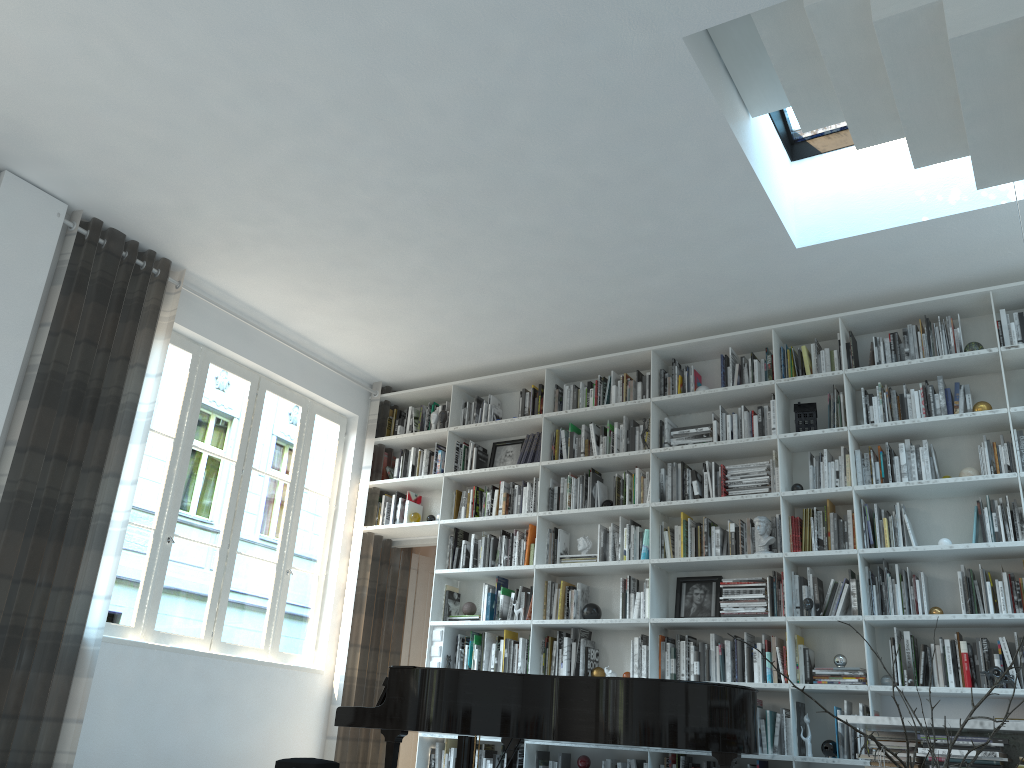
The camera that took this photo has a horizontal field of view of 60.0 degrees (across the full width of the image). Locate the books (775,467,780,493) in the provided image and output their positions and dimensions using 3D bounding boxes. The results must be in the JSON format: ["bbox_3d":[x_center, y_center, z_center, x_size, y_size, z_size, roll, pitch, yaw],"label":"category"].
[{"bbox_3d":[1.693,0.642,5.569,0.030,0.197,0.172,-9,-25,30],"label":"books"}]

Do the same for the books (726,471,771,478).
[{"bbox_3d":[1.537,0.600,5.695,0.285,0.012,0.160,-9,-26,29],"label":"books"}]

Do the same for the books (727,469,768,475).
[{"bbox_3d":[1.533,0.586,5.692,0.254,0.012,0.161,-12,-27,34],"label":"books"}]

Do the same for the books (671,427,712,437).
[{"bbox_3d":[1.240,0.343,6.001,0.285,0.024,0.160,-11,-26,32],"label":"books"}]

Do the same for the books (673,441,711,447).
[{"bbox_3d":[1.231,0.426,5.967,0.254,0.012,0.161,-8,-25,27],"label":"books"}]

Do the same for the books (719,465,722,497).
[{"bbox_3d":[1.381,0.670,5.750,0.015,0.244,0.183,-9,-25,30],"label":"books"}]

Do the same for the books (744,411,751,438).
[{"bbox_3d":[1.556,0.313,5.784,0.023,0.222,0.191,-9,-25,30],"label":"books"}]

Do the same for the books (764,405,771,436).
[{"bbox_3d":[1.669,0.284,5.745,0.029,0.260,0.133,-9,-25,30],"label":"books"}]

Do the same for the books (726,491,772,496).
[{"bbox_3d":[1.529,0.723,5.645,0.285,0.012,0.160,-10,-26,31],"label":"books"}]

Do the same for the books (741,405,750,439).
[{"bbox_3d":[1.543,0.298,5.811,0.023,0.268,0.185,-9,-25,30],"label":"books"}]

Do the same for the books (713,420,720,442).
[{"bbox_3d":[1.378,0.361,5.886,0.025,0.186,0.194,-9,-25,30],"label":"books"}]

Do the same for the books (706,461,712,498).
[{"bbox_3d":[1.320,0.662,5.802,0.049,0.290,0.162,-9,-25,30],"label":"books"}]

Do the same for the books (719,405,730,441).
[{"bbox_3d":[1.411,0.306,5.874,0.011,0.283,0.190,-9,-25,30],"label":"books"}]

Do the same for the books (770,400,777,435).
[{"bbox_3d":[1.705,0.258,5.644,0.037,0.236,0.273,-9,-25,30],"label":"books"}]

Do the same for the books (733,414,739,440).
[{"bbox_3d":[1.495,0.329,5.830,0.028,0.218,0.184,-9,-25,30],"label":"books"}]

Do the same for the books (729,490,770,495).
[{"bbox_3d":[1.530,0.713,5.651,0.254,0.012,0.161,-10,-26,30],"label":"books"}]

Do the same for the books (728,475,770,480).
[{"bbox_3d":[1.533,0.621,5.682,0.254,0.012,0.161,-8,-25,27],"label":"books"}]

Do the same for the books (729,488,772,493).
[{"bbox_3d":[1.530,0.700,5.654,0.254,0.012,0.161,-9,-26,29],"label":"books"}]

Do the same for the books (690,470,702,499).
[{"bbox_3d":[1.233,0.698,5.833,0.066,0.235,0.154,-9,-25,30],"label":"books"}]

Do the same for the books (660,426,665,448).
[{"bbox_3d":[1.058,0.407,6.071,0.027,0.200,0.168,-9,-25,30],"label":"books"}]

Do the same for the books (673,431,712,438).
[{"bbox_3d":[1.236,0.364,5.989,0.254,0.025,0.161,-8,-25,26],"label":"books"}]

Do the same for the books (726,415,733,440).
[{"bbox_3d":[1.459,0.335,5.847,0.027,0.215,0.191,-9,-25,30],"label":"books"}]

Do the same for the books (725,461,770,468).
[{"bbox_3d":[1.539,0.542,5.716,0.285,0.012,0.160,-11,-26,32],"label":"books"}]

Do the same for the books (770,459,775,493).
[{"bbox_3d":[1.659,0.617,5.586,0.012,0.253,0.161,-9,-25,30],"label":"books"}]

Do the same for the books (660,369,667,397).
[{"bbox_3d":[1.084,0.045,6.217,0.026,0.252,0.186,-9,-25,30],"label":"books"}]

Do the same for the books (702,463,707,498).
[{"bbox_3d":[1.279,0.674,5.830,0.022,0.284,0.131,-9,-25,30],"label":"books"}]

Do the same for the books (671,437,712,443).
[{"bbox_3d":[1.234,0.405,5.977,0.285,0.012,0.160,-9,-25,28],"label":"books"}]

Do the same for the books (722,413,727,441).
[{"bbox_3d":[1.432,0.331,5.870,0.021,0.236,0.172,-9,-25,30],"label":"books"}]

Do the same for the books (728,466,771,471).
[{"bbox_3d":[1.540,0.566,5.710,0.254,0.012,0.161,-10,-26,30],"label":"books"}]

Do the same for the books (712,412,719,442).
[{"bbox_3d":[1.367,0.335,5.911,0.012,0.253,0.161,-9,-25,30],"label":"books"}]

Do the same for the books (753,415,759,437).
[{"bbox_3d":[1.607,0.321,5.750,0.029,0.187,0.176,-9,-25,30],"label":"books"}]

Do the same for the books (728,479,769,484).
[{"bbox_3d":[1.534,0.645,5.677,0.254,0.012,0.161,-10,-26,31],"label":"books"}]

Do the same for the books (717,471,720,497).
[{"bbox_3d":[1.368,0.689,5.761,0.024,0.215,0.133,-9,-25,30],"label":"books"}]

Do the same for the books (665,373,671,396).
[{"bbox_3d":[1.113,0.060,6.215,0.023,0.227,0.157,-9,-25,30],"label":"books"}]

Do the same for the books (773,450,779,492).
[{"bbox_3d":[1.680,0.591,5.604,0.012,0.317,0.140,-9,-25,30],"label":"books"}]

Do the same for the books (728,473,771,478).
[{"bbox_3d":[1.535,0.610,5.688,0.254,0.012,0.161,-11,-26,32],"label":"books"}]

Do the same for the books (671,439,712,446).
[{"bbox_3d":[1.232,0.415,5.971,0.285,0.012,0.160,-8,-25,27],"label":"books"}]

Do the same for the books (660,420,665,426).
[{"bbox_3d":[1.054,0.393,6.106,0.012,0.253,0.161,-9,-25,30],"label":"books"}]

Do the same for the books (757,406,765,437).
[{"bbox_3d":[1.634,0.288,5.745,0.032,0.247,0.174,-9,-25,30],"label":"books"}]

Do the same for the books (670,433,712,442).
[{"bbox_3d":[1.233,0.386,5.978,0.285,0.024,0.160,-12,-27,34],"label":"books"}]

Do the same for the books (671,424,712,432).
[{"bbox_3d":[1.244,0.322,6.014,0.285,0.024,0.160,-10,-26,30],"label":"books"}]

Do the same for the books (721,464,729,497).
[{"bbox_3d":[1.387,0.663,5.734,0.013,0.246,0.177,-9,-25,30],"label":"books"}]

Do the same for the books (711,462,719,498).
[{"bbox_3d":[1.343,0.662,5.770,0.021,0.268,0.192,-9,-25,30],"label":"books"}]

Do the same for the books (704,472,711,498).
[{"bbox_3d":[1.293,0.700,5.800,0.024,0.215,0.148,-9,-25,30],"label":"books"}]

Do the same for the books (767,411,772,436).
[{"bbox_3d":[1.685,0.302,5.709,0.029,0.201,0.192,-9,-25,30],"label":"books"}]

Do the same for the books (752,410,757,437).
[{"bbox_3d":[1.593,0.306,5.771,0.012,0.229,0.159,-9,-25,30],"label":"books"}]

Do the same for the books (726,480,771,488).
[{"bbox_3d":[1.533,0.656,5.672,0.285,0.012,0.160,-10,-26,31],"label":"books"}]

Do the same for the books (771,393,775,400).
[{"bbox_3d":[1.711,0.241,5.730,0.012,0.333,0.156,-9,-25,30],"label":"books"}]

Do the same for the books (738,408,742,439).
[{"bbox_3d":[1.531,0.307,5.841,0.029,0.272,0.141,-9,-25,30],"label":"books"}]

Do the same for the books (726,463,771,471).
[{"bbox_3d":[1.535,0.550,5.706,0.285,0.012,0.160,-7,-25,25],"label":"books"}]

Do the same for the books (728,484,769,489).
[{"bbox_3d":[1.530,0.677,5.661,0.254,0.012,0.161,-11,-26,32],"label":"books"}]

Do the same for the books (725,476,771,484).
[{"bbox_3d":[1.532,0.632,5.678,0.285,0.012,0.160,-11,-27,32],"label":"books"}]

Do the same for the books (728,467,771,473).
[{"bbox_3d":[1.537,0.575,5.702,0.254,0.012,0.161,-11,-26,32],"label":"books"}]

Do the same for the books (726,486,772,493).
[{"bbox_3d":[1.528,0.688,5.655,0.285,0.012,0.160,-8,-25,27],"label":"books"}]

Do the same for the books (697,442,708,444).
[{"bbox_3d":[1.228,0.436,5.959,0.254,0.012,0.161,-12,-27,34],"label":"books"}]

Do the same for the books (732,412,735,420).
[{"bbox_3d":[1.483,0.324,5.852,0.012,0.243,0.132,-9,-25,30],"label":"books"}]

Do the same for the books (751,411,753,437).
[{"bbox_3d":[1.587,0.310,5.781,0.010,0.229,0.153,-9,-25,30],"label":"books"}]

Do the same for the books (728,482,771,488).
[{"bbox_3d":[1.531,0.666,5.666,0.254,0.012,0.161,-9,-25,28],"label":"books"}]
